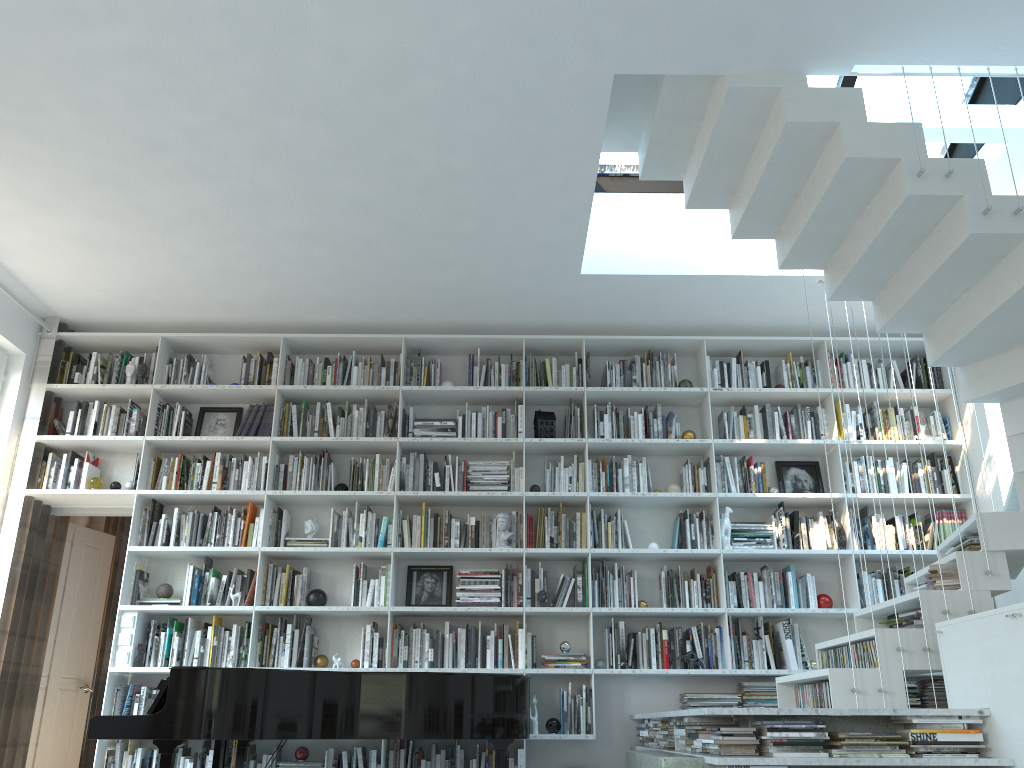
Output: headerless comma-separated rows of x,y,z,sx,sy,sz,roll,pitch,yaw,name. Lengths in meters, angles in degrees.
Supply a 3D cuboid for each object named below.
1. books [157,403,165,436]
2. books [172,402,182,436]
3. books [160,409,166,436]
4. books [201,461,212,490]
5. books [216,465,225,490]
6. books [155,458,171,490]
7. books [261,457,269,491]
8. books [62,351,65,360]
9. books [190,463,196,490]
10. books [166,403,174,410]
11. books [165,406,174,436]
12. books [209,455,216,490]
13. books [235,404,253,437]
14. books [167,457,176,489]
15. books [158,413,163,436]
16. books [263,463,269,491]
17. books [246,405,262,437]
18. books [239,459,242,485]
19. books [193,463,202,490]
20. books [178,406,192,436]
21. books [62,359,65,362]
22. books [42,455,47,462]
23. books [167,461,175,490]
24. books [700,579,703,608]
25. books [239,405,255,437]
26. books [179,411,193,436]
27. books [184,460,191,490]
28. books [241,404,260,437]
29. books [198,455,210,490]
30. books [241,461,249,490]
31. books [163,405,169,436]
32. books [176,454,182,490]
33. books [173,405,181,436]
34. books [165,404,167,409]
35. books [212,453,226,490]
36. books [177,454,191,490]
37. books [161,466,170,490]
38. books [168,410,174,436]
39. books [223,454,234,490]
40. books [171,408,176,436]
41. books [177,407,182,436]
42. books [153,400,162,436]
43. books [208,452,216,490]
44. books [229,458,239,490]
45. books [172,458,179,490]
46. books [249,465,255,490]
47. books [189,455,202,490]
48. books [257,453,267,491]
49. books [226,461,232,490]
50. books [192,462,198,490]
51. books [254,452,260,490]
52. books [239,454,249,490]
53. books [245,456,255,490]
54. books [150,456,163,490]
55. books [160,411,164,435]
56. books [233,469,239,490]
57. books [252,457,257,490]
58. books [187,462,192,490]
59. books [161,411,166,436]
-2.413,0.288,6.130,0.006,0.286,0.149,0,-21,0,books
-2.299,0.289,6.126,0.005,0.280,0.191,0,-21,0,books
-2.374,0.311,6.111,0.009,0.227,0.185,0,-21,0,books
-2.046,0.656,6.000,0.047,0.237,0.163,0,-21,0,books
-1.941,0.668,5.970,0.029,0.194,0.192,0,-21,0,books
-2.354,0.647,6.007,0.062,0.257,0.153,0,-21,0,books
-1.657,0.642,5.996,0.035,0.262,0.178,0,-21,0,books
-3.172,-0.069,6.259,0.012,0.306,0.181,0,-21,0,books
-2.133,0.661,5.987,0.014,0.217,0.165,0,-21,0,books
-2.381,0.289,6.137,0.006,0.288,0.144,0,-21,0,books
-2.345,0.300,6.106,0.004,0.245,0.189,0,-21,0,books
-1.997,0.635,5.992,0.023,0.270,0.187,0,-21,0,books
-1.840,0.299,6.138,0.110,0.278,0.175,0,-21,0,books
-2.291,0.642,6.001,0.010,0.261,0.151,0,-21,0,books
-2.402,0.327,6.120,0.015,0.206,0.173,0,-21,0,books
-1.620,0.662,5.962,0.039,0.201,0.237,0,-21,0,books
-1.771,0.302,6.147,0.110,0.278,0.175,0,-21,0,books
-1.828,0.650,6.014,0.035,0.259,0.131,0,-21,0,books
-2.099,0.662,5.987,0.031,0.216,0.173,0,-21,0,books
-2.256,0.301,6.120,0.012,0.253,0.167,0,-21,0,books
-3.160,-0.033,6.259,0.011,0.240,0.151,0,-21,0,books
-3.158,0.626,5.980,0.011,0.271,0.189,0,-21,0,books
-2.271,0.656,5.991,0.030,0.229,0.173,0,-21,0,books
1.214,1.370,5.776,0.016,0.230,0.139,0,-21,0,books
-1.817,0.302,6.146,0.110,0.278,0.175,0,-21,0,books
-2.244,0.317,6.106,0.012,0.213,0.186,0,-21,0,books
-2.188,0.650,6.003,0.047,0.248,0.134,0,-21,0,books
-1.794,0.296,6.130,0.110,0.278,0.175,0,-21,0,books
-2.077,0.638,6.002,0.014,0.271,0.181,0,-21,0,books
-1.784,0.656,5.988,0.030,0.230,0.173,0,-21,0,books
-2.361,0.298,6.120,0.009,0.259,0.184,0,-21,0,books
-2.232,0.633,6.002,0.020,0.279,0.165,0,-21,0,books
-2.285,0.297,6.113,0.023,0.257,0.184,0,-21,0,books
-2.387,0.293,6.132,0.005,0.276,0.147,0,-21,0,books
-1.971,0.627,5.989,0.030,0.284,0.186,0,-21,0,books
-2.217,0.631,5.992,0.011,0.276,0.164,0,-21,0,books
-2.309,0.668,5.974,0.026,0.194,0.176,0,-21,0,books
-2.322,0.315,6.107,0.018,0.218,0.187,0,-21,0,books
-1.914,0.635,6.012,0.025,0.285,0.162,0,-21,0,books
-2.310,0.307,6.121,0.019,0.243,0.154,0,-21,0,books
-2.268,0.304,6.120,0.011,0.249,0.168,0,-21,0,books
-2.427,0.281,6.122,0.005,0.291,0.184,0,-21,0,books
-2.016,0.627,6.015,0.014,0.302,0.152,0,-21,0,books
-1.875,0.648,6.011,0.029,0.259,0.158,0,-21,0,books
-2.249,0.645,5.994,0.014,0.251,0.188,0,-21,0,books
-1.740,0.672,5.996,0.013,0.205,0.173,0,-21,0,books
-2.146,0.638,6.009,0.012,0.276,0.151,0,-21,0,books
-1.686,0.631,6.003,0.022,0.288,0.170,0,-21,0,books
-1.895,0.656,5.992,0.013,0.231,0.172,0,-21,0,books
-2.120,0.659,5.996,0.011,0.228,0.171,0,-21,0,books
-1.702,0.626,5.992,0.012,0.289,0.183,0,-21,0,books
-1.805,0.634,6.001,0.012,0.279,0.189,0,-21,0,books
-1.757,0.641,5.993,0.022,0.262,0.175,0,-21,0,books
-2.391,0.638,5.992,0.012,0.262,0.181,0,-21,0,books
-2.392,0.312,6.126,0.005,0.237,0.154,0,-21,0,books
-1.850,0.683,5.996,0.022,0.185,0.137,0,-21,0,books
-1.721,0.648,6.015,0.024,0.265,0.155,0,-21,0,books
-2.159,0.661,6.005,0.012,0.229,0.150,0,-21,0,books
-2.368,0.314,6.099,0.004,0.213,0.187,0,-21,0,books
